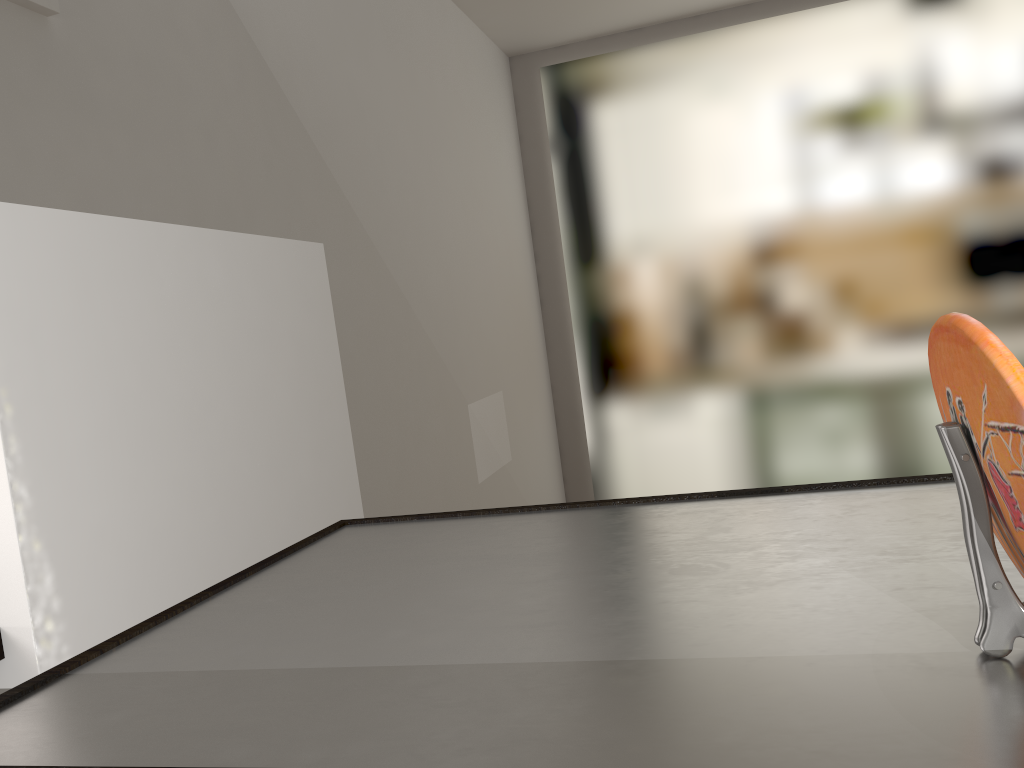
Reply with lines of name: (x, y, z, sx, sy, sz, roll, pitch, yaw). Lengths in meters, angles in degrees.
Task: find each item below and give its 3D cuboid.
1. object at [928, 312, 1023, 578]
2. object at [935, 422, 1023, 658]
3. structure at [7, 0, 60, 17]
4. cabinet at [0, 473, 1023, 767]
object: (0.276, 0.046, 0.490, 0.055, 0.178, 0.184, -7, 3, 12)
object: (0.281, 0.084, 0.492, 0.072, 0.131, 0.088, -7, 3, 11)
structure: (-0.789, -0.688, 1.368, 0.026, 0.180, 0.180, -7, 3, 16)
cabinet: (1.168, 0.603, 0.469, 2.947, 1.134, 0.663, -7, 3, 16)
